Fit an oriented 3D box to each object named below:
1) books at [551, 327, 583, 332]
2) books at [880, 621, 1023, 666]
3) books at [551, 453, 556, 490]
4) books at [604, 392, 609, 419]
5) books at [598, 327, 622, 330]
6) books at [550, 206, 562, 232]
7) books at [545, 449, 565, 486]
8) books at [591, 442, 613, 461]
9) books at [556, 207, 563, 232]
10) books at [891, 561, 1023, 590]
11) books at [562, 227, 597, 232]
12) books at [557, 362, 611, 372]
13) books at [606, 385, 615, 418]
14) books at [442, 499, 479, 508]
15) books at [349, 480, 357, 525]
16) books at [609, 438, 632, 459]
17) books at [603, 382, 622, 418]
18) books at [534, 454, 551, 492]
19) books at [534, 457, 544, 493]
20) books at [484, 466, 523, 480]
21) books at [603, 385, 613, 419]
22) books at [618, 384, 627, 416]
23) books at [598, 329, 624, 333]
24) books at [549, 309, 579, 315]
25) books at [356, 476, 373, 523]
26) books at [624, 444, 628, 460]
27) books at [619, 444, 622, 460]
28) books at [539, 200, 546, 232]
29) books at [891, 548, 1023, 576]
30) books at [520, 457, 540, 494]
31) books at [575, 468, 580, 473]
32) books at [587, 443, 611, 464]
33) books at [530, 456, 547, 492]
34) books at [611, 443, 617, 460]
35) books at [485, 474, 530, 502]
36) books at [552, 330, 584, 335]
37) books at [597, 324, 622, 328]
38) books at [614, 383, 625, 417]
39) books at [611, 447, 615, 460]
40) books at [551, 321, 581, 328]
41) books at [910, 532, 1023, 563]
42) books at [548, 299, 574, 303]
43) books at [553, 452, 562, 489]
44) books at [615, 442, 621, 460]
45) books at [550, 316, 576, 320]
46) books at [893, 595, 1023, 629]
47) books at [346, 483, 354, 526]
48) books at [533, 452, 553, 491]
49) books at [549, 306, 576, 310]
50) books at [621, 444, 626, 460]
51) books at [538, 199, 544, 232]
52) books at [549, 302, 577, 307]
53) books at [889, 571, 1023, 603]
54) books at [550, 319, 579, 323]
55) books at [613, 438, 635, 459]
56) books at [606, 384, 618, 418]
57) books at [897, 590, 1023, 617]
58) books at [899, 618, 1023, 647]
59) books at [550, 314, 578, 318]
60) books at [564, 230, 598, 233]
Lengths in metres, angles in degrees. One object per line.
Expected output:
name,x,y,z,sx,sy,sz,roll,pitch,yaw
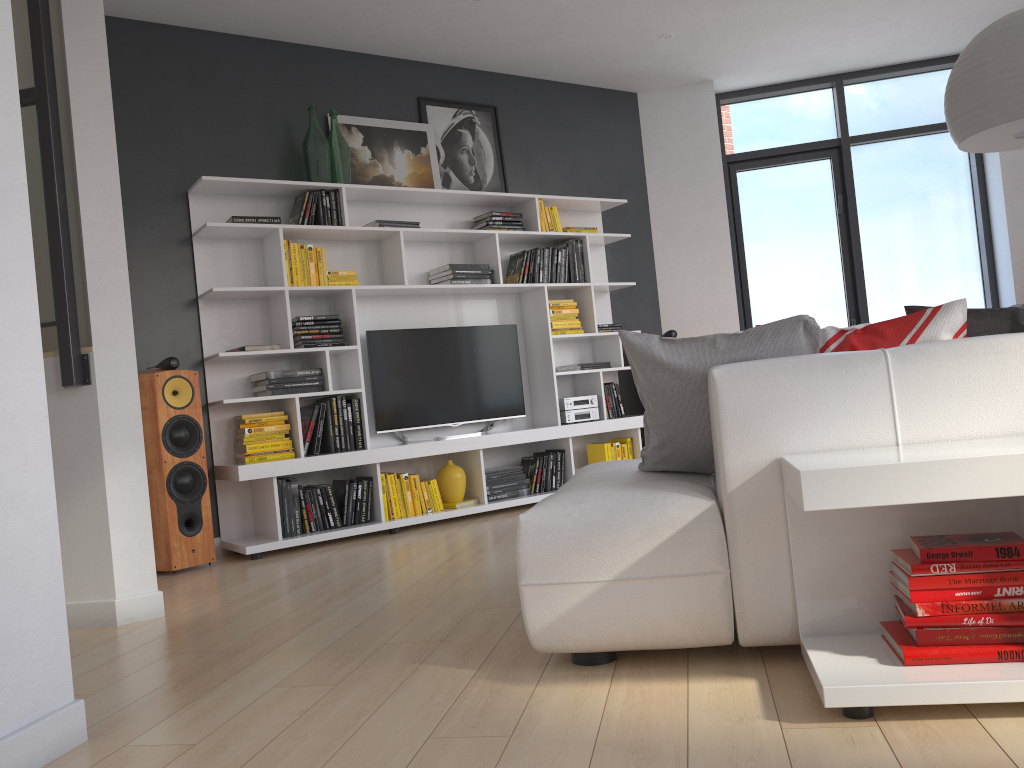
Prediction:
books,0.330,-0.369,6.172,0.257,0.024,0.203,-5,-1,-31
books,0.955,0.536,1.859,0.301,0.032,0.227,-6,-1,11
books,0.228,0.585,5.892,0.068,0.243,0.179,-5,-1,-35
books,0.592,0.119,6.274,0.053,0.268,0.202,-5,-1,-34
books,0.661,-0.390,6.336,0.198,0.015,0.142,-5,-1,-35
books,0.272,-1.119,6.120,0.064,0.184,0.141,-5,-1,-33
books,0.283,0.570,5.936,0.066,0.260,0.197,-5,-1,-34
books,0.633,0.538,6.172,0.015,0.263,0.199,-5,-1,-34
books,0.287,-1.121,6.140,0.044,0.184,0.142,-5,-1,-33
books,0.957,0.394,1.865,0.269,0.028,0.179,-6,-1,12
books,0.441,-1.080,6.288,0.257,0.024,0.203,-5,-1,-31
books,0.506,-0.116,6.261,0.310,0.047,0.250,-5,-1,-38
books,0.646,0.131,6.296,0.049,0.236,0.170,-5,-1,-33
books,-0.370,0.742,5.500,0.270,0.029,0.204,-7,-1,41
books,-0.951,0.682,5.117,0.075,0.254,0.192,-5,-1,-35
books,0.775,0.520,6.272,0.029,0.270,0.204,-5,-1,-34
books,0.685,0.118,6.328,0.066,0.255,0.193,-5,-1,-34
books,0.198,0.587,5.847,0.069,0.242,0.172,-5,-1,-33
books,0.129,0.597,5.833,0.096,0.234,0.187,-5,-1,-33
books,-0.123,0.574,5.724,0.310,0.047,0.250,-5,-1,-38
books,0.622,0.132,6.288,0.053,0.240,0.189,-5,-1,-33
books,0.726,0.125,6.383,0.077,0.233,0.179,-5,-1,-34
books,0.666,-0.371,6.334,0.213,0.023,0.161,-5,-1,-30
books,0.319,-0.493,6.192,0.239,0.033,0.176,-5,-1,-31
books,-0.870,0.672,5.171,0.066,0.260,0.197,-5,-1,-34
books,0.756,0.540,6.250,0.024,0.234,0.172,-5,-1,-34
books,0.714,0.541,6.222,0.023,0.239,0.169,-5,-1,-34
books,0.158,-1.129,6.066,0.041,0.224,0.163,-5,-1,-36
books,0.954,0.369,1.869,0.254,0.025,0.178,-6,-1,11
books,0.103,0.599,5.810,0.104,0.234,0.182,-5,-1,-34
books,0.509,0.591,6.087,0.186,0.026,0.138,-5,-1,-34
books,0.609,0.542,6.153,0.044,0.255,0.198,-5,-1,-34
books,0.162,0.594,5.839,0.081,0.233,0.169,-5,-1,-35
books,0.667,0.539,6.191,0.019,0.251,0.180,-5,-1,-34
books,-0.097,0.664,5.707,0.343,0.137,0.277,-5,-1,-39
books,0.339,-0.344,6.166,0.257,0.028,0.194,-5,-1,-29
books,0.653,-0.408,6.350,0.213,0.023,0.161,-5,-1,-30
books,0.715,0.121,6.338,0.066,0.242,0.177,-5,-1,-34
books,0.661,0.552,6.164,0.024,0.229,0.156,-5,-1,-34
books,0.324,-0.402,6.177,0.243,0.042,0.189,-5,-1,-34
books,0.956,0.342,1.859,0.206,0.029,0.152,-6,-1,17
books,0.293,-0.565,6.207,0.223,0.023,0.163,-5,-1,-30
books,0.256,0.577,5.916,0.084,0.249,0.191,-5,-1,-34
books,0.691,0.537,6.204,0.035,0.250,0.185,-5,-1,-34
books,0.313,-0.447,6.166,0.217,0.023,0.145,-5,-1,-30
books,0.955,0.473,1.858,0.266,0.026,0.187,-6,-1,17
books,-0.957,0.689,5.082,0.069,0.242,0.172,-5,-1,-33
books,0.201,0.580,5.882,0.075,0.254,0.192,-5,-1,-35
books,0.310,-0.520,6.191,0.227,0.022,0.160,-5,-1,-18
books,0.737,0.541,6.233,0.024,0.234,0.172,-5,-1,-34
books,0.149,-1.131,6.038,0.041,0.229,0.161,-5,-1,-35
books,0.316,-0.544,6.193,0.223,0.023,0.163,-5,-1,-30
books,0.960,0.422,1.881,0.261,0.028,0.191,-6,-1,11
books,0.312,-0.429,6.188,0.251,0.014,0.189,-5,-1,-31
books,0.792,0.519,6.294,0.025,0.270,0.213,-5,-1,-34
books,0.668,0.125,6.302,0.050,0.242,0.169,-5,-1,-34
books,0.964,0.447,1.864,0.257,0.025,0.182,-6,-1,11
books,0.969,0.502,1.864,0.259,0.034,0.206,-6,-1,14
books,0.312,-0.466,6.188,0.239,0.019,0.171,-5,-1,-34
books,0.450,-1.055,6.282,0.257,0.028,0.194,-5,-1,-29
